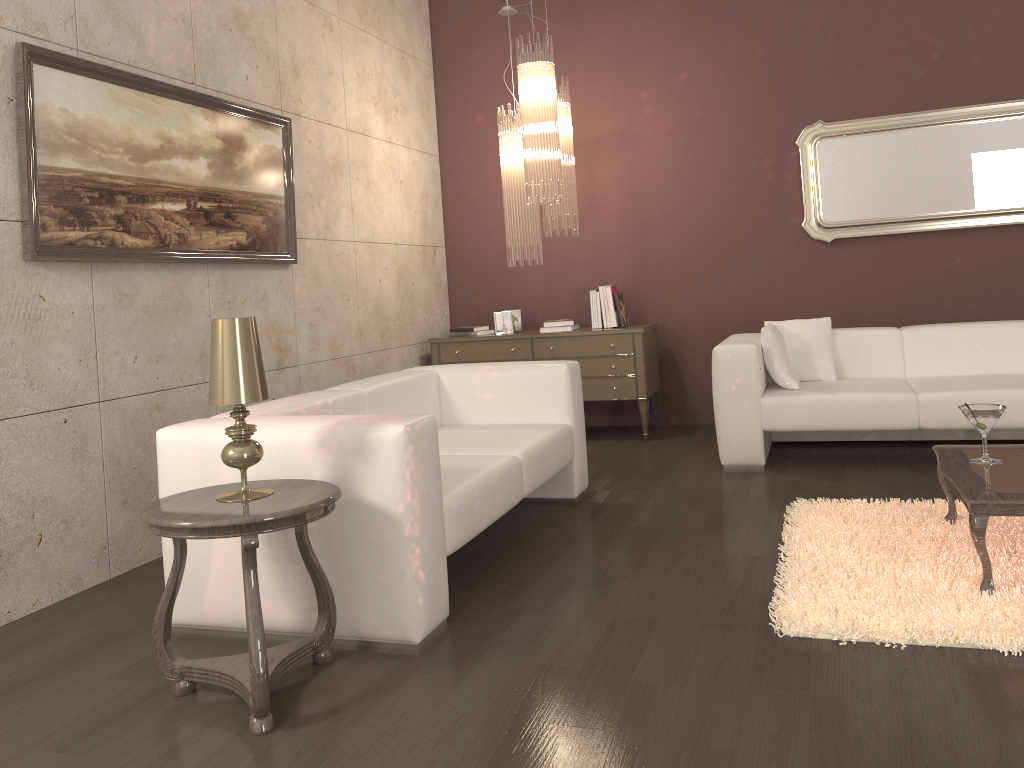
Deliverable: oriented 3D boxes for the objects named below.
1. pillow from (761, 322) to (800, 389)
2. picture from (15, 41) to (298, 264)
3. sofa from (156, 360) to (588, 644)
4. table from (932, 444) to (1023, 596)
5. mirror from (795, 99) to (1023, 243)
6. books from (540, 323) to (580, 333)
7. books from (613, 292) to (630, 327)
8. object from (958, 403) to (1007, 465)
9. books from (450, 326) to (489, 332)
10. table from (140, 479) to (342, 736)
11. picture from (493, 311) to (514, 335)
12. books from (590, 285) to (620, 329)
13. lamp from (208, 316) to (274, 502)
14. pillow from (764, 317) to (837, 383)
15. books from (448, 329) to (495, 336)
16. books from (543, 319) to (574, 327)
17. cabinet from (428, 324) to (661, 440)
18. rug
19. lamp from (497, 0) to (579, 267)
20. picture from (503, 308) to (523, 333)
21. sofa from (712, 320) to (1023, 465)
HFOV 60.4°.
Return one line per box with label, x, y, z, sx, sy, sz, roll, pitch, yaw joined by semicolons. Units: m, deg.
pillow;1.491;-0.160;4.901;0.185;0.358;0.378;-4;3;18
picture;-1.483;-0.945;3.990;0.053;0.792;1.727;-4;4;20
sofa;-0.390;0.325;3.632;0.941;0.649;2.040;-3;6;20
table;1.899;0.427;2.853;0.912;0.302;0.910;-2;6;18
mirror;2.762;-1.368;5.618;1.778;0.825;0.047;-2;0;19
books;0.334;-0.387;6.094;0.224;0.035;0.309;-2;6;15
books;0.745;-0.508;6.015;0.068;0.237;0.173;-4;1;20
object;1.641;0.162;3.062;0.151;0.216;0.152;-4;1;12
books;-0.305;-0.395;6.324;0.232;0.027;0.171;1;8;39
table;-0.693;0.564;2.375;0.511;0.521;0.527;-2;3;42
picture;-0.059;-0.425;6.135;0.128;0.157;0.051;-4;0;-11
books;0.647;-0.531;6.053;0.178;0.289;0.205;-4;2;20
lamp;-0.743;0.061;2.401;0.160;0.484;0.159;-4;0;-37
pillow;1.673;-0.197;5.121;0.375;0.362;0.170;-3;1;18
books;-0.291;-0.369;6.341;0.274;0.032;0.202;1;8;39
books;0.327;-0.424;6.112;0.210;0.034;0.290;-3;6;5
cabinet;0.236;-0.002;6.144;1.524;0.730;0.534;-2;2;19
rug;1.890;0.575;2.841;1.993;0.067;1.519;-2;6;19
lamp;0.165;-2.171;5.557;0.485;2.836;0.482;-4;-1;-34
picture;0.006;-0.453;6.295;0.140;0.171;0.078;-4;0;4
sofa;2.524;0.015;4.676;2.776;0.651;0.949;-2;4;19
